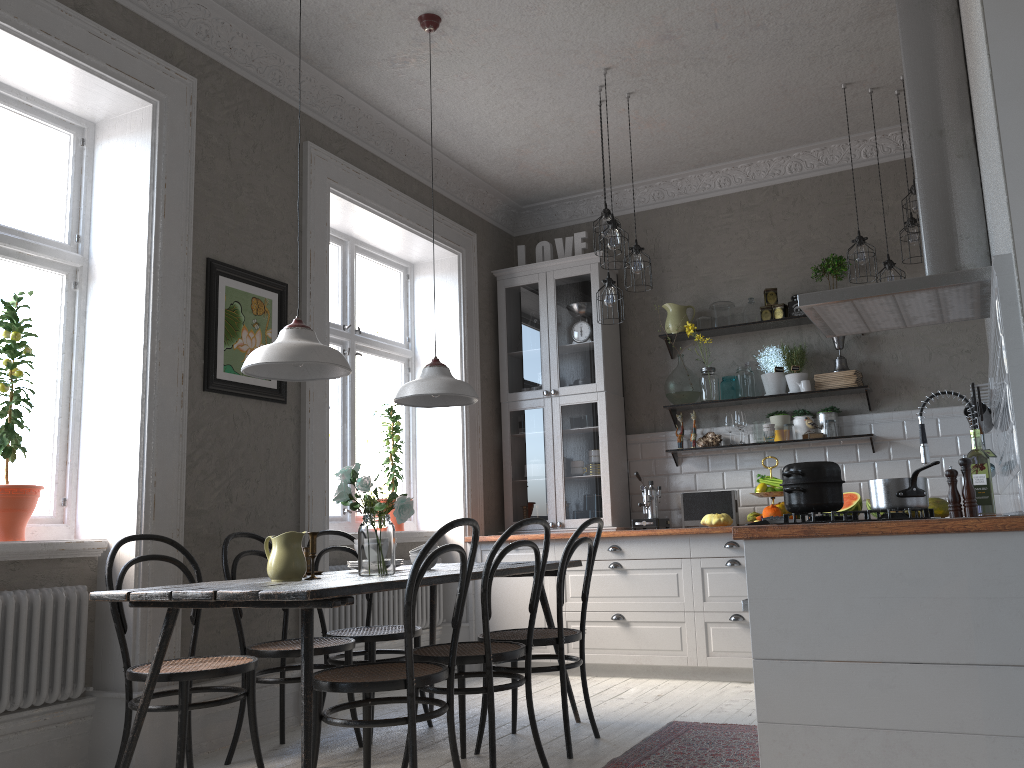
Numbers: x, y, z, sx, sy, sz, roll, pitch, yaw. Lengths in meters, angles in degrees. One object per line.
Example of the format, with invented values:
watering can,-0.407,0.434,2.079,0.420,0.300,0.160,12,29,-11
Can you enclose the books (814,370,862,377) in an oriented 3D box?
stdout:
books,2.061,-0.059,5.603,0.256,0.011,0.161,-8,-11,32

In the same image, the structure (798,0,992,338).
structure,1.607,-1.086,3.857,0.701,1.595,0.724,-7,-11,26

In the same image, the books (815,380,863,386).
books,2.063,0.005,5.592,0.256,0.016,0.161,-9,-12,35

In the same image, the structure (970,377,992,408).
structure,2.296,0.073,4.325,0.093,0.053,1.104,-7,-11,27

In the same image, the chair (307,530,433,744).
chair,-0.677,1.137,4.127,0.538,0.920,0.447,-10,-12,39

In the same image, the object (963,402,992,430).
object,2.264,0.143,4.303,0.106,0.161,0.139,-11,-13,43

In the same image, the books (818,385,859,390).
books,2.064,0.037,5.586,0.256,0.011,0.160,-8,-11,29

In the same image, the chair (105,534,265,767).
chair,-1.184,1.000,3.205,0.538,0.920,0.446,-8,-12,34

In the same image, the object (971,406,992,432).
object,2.332,0.159,4.412,0.106,0.161,0.139,-7,-11,28

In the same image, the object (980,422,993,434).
object,2.393,0.176,4.526,0.106,0.161,0.139,-10,-12,38

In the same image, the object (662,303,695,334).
object,1.137,-0.441,6.054,0.187,0.216,0.177,-10,-13,40

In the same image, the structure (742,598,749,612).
structure,1.065,0.763,2.643,0.608,0.623,0.633,-7,-11,26

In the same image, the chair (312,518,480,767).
chair,-0.372,0.898,2.795,0.541,0.920,0.445,-6,-10,24

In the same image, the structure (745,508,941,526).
structure,1.033,0.408,2.718,0.488,0.031,0.616,-7,-11,26

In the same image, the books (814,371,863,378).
books,2.062,-0.049,5.601,0.256,0.016,0.161,-9,-12,35

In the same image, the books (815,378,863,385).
books,2.063,-0.006,5.594,0.256,0.011,0.161,-8,-11,32

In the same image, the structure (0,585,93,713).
structure,-1.959,0.926,2.950,0.146,0.428,1.243,-6,-11,25

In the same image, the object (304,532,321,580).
object,-0.715,0.617,3.184,0.058,0.167,0.060,-10,-12,40

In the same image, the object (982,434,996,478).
object,2.525,0.317,4.738,0.075,0.378,0.084,-7,-11,26

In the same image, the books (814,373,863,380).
books,2.062,-0.038,5.599,0.255,0.016,0.161,-10,-12,38

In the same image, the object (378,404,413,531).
object,-0.761,0.522,5.603,0.265,0.813,0.255,5,-12,-35

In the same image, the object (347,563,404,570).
object,-0.577,0.778,3.750,0.232,0.027,0.242,-12,-13,44

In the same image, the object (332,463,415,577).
object,-0.499,0.491,3.234,0.307,0.414,0.255,-6,-11,25

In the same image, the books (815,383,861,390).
books,2.064,0.026,5.588,0.256,0.011,0.161,-8,-11,32

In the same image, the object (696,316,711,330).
object,1.307,-0.398,6.029,0.101,0.111,0.105,-7,-11,26

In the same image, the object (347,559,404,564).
object,-0.577,0.761,3.753,0.242,0.027,0.232,6,-13,-40

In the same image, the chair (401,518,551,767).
chair,-0.122,0.969,3.272,0.538,0.920,0.446,-8,-12,34

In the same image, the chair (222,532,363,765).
chair,-0.924,1.074,3.701,0.541,0.920,0.445,-6,-10,24

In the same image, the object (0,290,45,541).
object,-1.933,0.105,3.403,0.274,0.991,0.266,2,-10,-24

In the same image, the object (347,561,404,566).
object,-0.577,0.769,3.751,0.238,0.027,0.236,-1,-10,-5

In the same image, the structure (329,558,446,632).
structure,-0.756,1.262,5.205,0.146,0.428,1.243,-6,-11,25

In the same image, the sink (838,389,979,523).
sink,1.462,0.388,3.248,0.519,0.720,0.494,-7,-11,26

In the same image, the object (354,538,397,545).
object,-0.580,0.706,3.762,0.177,0.094,0.182,-5,-10,17

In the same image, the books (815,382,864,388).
books,2.063,0.015,5.590,0.255,0.016,0.161,-10,-12,38

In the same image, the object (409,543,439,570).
object,-0.367,0.715,3.703,0.122,0.119,0.130,-11,-13,42

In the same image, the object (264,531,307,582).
object,-0.803,0.610,3.134,0.151,0.170,0.134,0,-10,-12

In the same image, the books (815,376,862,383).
books,2.063,-0.017,5.595,0.256,0.011,0.160,-8,-11,29

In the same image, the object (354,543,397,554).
object,-0.579,0.726,3.758,0.177,0.094,0.182,-5,-10,17

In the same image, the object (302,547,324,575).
object,-0.841,0.725,3.629,0.138,0.112,0.140,-4,-10,9

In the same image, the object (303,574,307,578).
object,-0.826,0.648,3.358,0.095,0.172,0.096,-3,-10,8

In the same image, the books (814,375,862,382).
books,2.062,-0.028,5.597,0.256,0.011,0.161,-8,-11,32

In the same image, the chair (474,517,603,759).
chair,0.124,1.032,3.695,0.541,0.920,0.445,-6,-10,24
